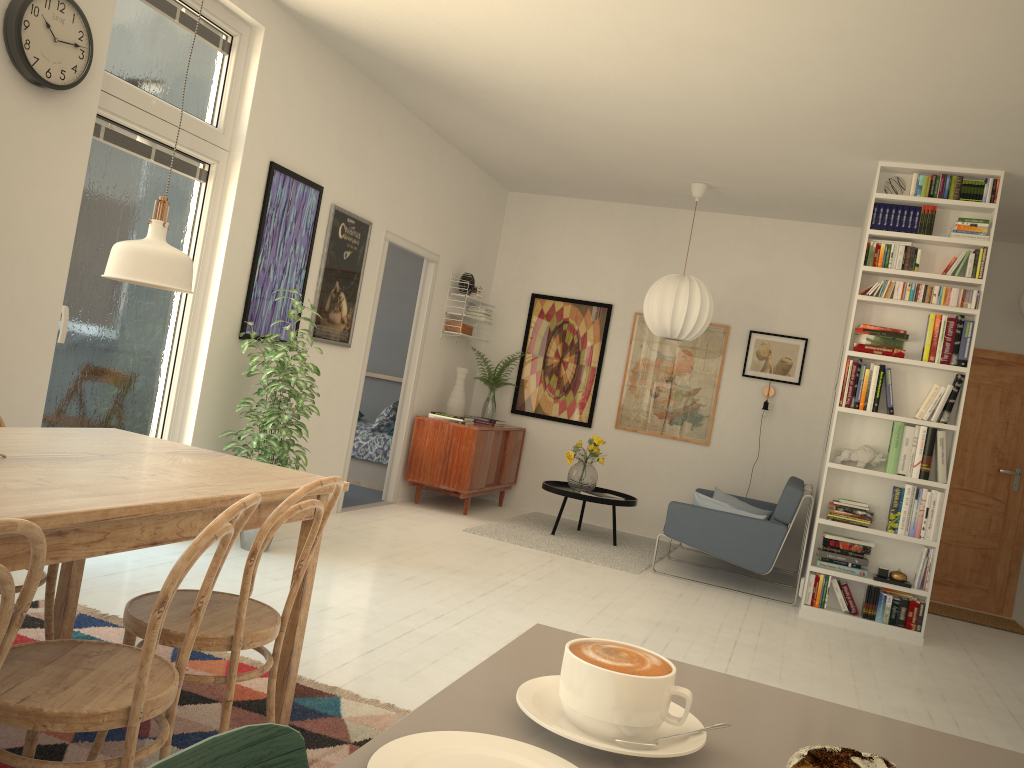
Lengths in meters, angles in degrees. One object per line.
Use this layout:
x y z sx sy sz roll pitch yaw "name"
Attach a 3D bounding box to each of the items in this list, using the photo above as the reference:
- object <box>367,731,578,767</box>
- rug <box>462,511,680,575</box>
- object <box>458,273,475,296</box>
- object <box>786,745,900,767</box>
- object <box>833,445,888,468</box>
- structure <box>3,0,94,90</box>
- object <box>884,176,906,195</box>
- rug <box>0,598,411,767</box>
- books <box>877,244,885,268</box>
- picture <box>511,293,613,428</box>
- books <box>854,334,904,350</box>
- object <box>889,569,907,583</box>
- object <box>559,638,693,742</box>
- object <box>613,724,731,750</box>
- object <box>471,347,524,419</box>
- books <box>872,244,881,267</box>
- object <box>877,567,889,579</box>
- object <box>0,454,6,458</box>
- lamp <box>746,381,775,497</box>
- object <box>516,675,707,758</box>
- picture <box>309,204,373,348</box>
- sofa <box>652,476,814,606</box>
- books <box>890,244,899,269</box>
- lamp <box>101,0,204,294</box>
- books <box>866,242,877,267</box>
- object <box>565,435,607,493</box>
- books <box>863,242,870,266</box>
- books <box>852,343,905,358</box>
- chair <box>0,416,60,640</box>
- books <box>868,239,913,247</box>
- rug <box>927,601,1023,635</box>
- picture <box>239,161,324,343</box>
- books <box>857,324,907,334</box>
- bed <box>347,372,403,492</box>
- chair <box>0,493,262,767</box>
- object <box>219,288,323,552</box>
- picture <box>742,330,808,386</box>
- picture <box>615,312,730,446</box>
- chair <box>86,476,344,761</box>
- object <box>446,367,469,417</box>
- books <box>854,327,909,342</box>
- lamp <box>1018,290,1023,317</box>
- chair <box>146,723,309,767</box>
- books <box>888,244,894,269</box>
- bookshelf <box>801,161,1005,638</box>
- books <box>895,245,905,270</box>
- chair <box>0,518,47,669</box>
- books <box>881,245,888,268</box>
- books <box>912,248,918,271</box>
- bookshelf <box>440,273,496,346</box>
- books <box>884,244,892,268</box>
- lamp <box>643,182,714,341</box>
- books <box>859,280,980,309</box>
-0.016 0.274 0.604 0.167 0.005 0.167 10 0 14 "object"
0.533 1.218 6.985 1.304 0.012 1.660 10 0 21 "rug"
-0.385 -0.845 7.519 0.139 0.200 0.139 10 0 -27 "object"
0.203 0.254 0.529 0.086 0.087 0.090 10 0 26 "object"
2.195 0.452 5.579 0.311 0.150 0.137 10 0 27 "object"
-1.785 -1.335 3.439 0.074 0.371 0.371 10 0 19 "structure"
2.415 -1.243 5.591 0.131 0.131 0.131 10 0 14 "object"
-1.442 0.885 1.747 1.749 0.035 3.024 10 0 19 "rug"
2.340 -0.796 5.634 0.023 0.152 0.199 10 0 19 "books"
0.450 -0.223 8.130 0.779 1.134 0.018 10 0 19 "picture"
2.326 -0.259 5.620 0.268 0.064 0.128 10 0 -11 "books"
2.796 0.765 4.462 0.778 1.711 2.088 10 0 0 "object"
0.088 0.256 0.745 0.098 0.064 0.094 10 0 -23 "object"
0.133 0.285 0.713 0.132 0.011 0.028 10 0 -32 "object"
-0.150 0.011 8.103 0.476 0.686 0.398 10 0 21 "object"
2.316 -0.798 5.648 0.030 0.149 0.201 10 0 19 "books"
2.299 1.170 5.499 0.058 0.055 0.058 10 0 19 "object"
-1.240 0.093 2.018 0.095 0.138 0.154 10 0 19 "object"
1.930 0.652 7.515 0.360 1.416 0.112 10 0 19 "lamp"
0.081 0.284 0.744 0.160 0.020 0.160 10 0 -16 "object"
-1.113 -0.687 5.800 0.020 0.869 0.525 10 0 19 "picture"
1.702 1.039 6.645 0.964 0.773 1.602 10 0 19 "sofa"
2.418 -0.785 5.625 0.028 0.159 0.222 10 0 19 "books"
-0.831 -1.048 2.363 0.229 1.596 0.230 10 0 -36 "lamp"
2.287 -0.808 5.655 0.034 0.162 0.197 10 0 19 "books"
0.578 0.632 7.083 0.361 0.471 0.291 10 0 -33 "object"
2.268 -0.810 5.687 0.019 0.156 0.205 10 0 19 "books"
2.314 -0.202 5.611 0.301 0.056 0.201 10 0 19 "books"
-1.567 0.443 2.618 0.484 0.811 0.385 10 0 21 "chair"
2.406 -0.879 5.632 0.255 0.022 0.189 10 0 29 "books"
3.300 1.712 6.634 0.941 0.002 0.552 10 0 19 "rug"
-1.328 -0.725 5.153 0.018 0.999 0.545 10 0 19 "picture"
2.335 -0.340 5.627 0.266 0.026 0.203 10 0 8 "books"
-1.529 0.357 8.250 1.656 0.974 0.933 10 0 19 "bed"
-0.815 0.580 1.764 0.483 0.811 0.385 10 0 1 "chair"
-1.293 0.189 4.811 0.513 1.424 0.569 10 0 -28 "object"
2.233 -0.224 7.535 0.481 0.402 0.015 10 0 19 "picture"
1.402 -0.054 7.804 0.838 1.052 0.012 10 0 19 "picture"
-0.742 0.590 2.270 0.484 0.811 0.385 10 0 16 "chair"
-0.456 0.083 7.526 0.158 0.445 0.160 10 0 -32 "object"
2.340 -0.309 5.632 0.314 0.035 0.205 10 0 19 "books"
3.595 -0.787 5.951 0.275 0.767 0.275 10 0 13 "lamp"
-0.193 0.739 0.724 0.446 0.752 0.485 10 0 18 "chair"
2.393 -0.787 5.616 0.012 0.155 0.208 10 0 19 "books"
2.425 0.091 5.571 0.710 2.900 0.249 10 0 19 "bookshelf"
2.445 -0.778 5.607 0.035 0.158 0.199 10 0 19 "books"
-1.008 0.548 1.292 0.484 0.811 0.385 10 0 21 "chair"
2.362 -0.791 5.642 0.013 0.149 0.208 10 0 19 "books"
2.524 -0.766 5.575 0.016 0.158 0.146 10 0 19 "books"
-0.363 -0.625 7.757 0.184 0.565 0.695 10 0 19 "bookshelf"
2.381 -0.791 5.637 0.024 0.155 0.188 10 0 19 "books"
1.357 -0.952 6.907 0.535 1.229 0.536 10 0 -37 "lamp"
2.537 -0.552 5.570 0.665 0.110 0.278 10 0 19 "books"
